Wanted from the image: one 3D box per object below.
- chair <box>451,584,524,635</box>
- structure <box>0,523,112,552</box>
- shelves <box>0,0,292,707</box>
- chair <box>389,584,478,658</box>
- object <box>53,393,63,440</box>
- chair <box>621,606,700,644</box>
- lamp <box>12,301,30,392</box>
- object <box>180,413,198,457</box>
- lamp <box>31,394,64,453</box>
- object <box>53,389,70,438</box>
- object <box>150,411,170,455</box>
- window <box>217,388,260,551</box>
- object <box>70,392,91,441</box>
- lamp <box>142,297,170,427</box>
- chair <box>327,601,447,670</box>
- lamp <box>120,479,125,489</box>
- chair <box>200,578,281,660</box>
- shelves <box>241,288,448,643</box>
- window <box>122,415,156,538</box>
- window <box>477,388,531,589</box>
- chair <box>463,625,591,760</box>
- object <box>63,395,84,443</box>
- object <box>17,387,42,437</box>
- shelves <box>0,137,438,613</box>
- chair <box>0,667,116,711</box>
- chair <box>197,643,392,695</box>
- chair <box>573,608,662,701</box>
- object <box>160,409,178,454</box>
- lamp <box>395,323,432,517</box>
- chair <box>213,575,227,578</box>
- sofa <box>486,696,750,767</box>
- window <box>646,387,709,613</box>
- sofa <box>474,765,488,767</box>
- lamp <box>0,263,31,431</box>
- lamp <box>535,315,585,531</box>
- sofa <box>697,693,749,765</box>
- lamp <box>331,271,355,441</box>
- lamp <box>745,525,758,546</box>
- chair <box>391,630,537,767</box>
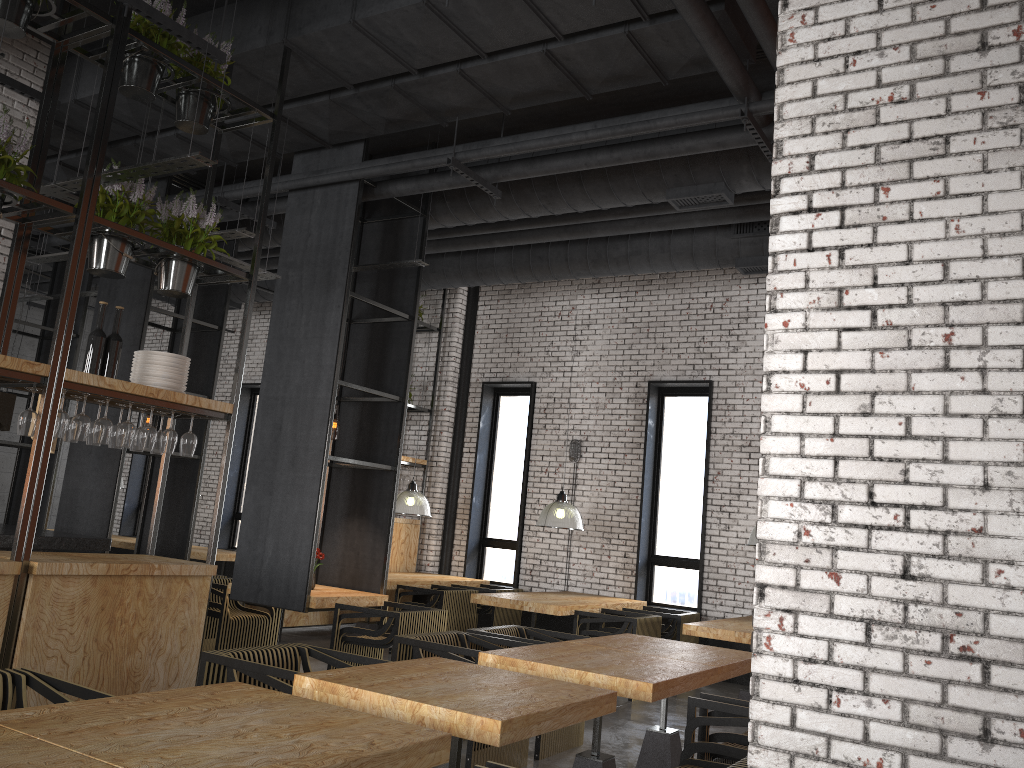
[{"bbox_3d":[-0.330,2.768,10.482,0.638,0.733,0.655,0,-11,30],"label":"chair"},{"bbox_3d":[-6.528,1.091,6.137,5.875,1.539,4.296,0,-11,31],"label":"structure"},{"bbox_3d":[-2.862,-0.664,4.331,0.690,5.037,3.647,-1,-12,31],"label":"shelves"},{"bbox_3d":[-0.844,2.576,9.601,0.638,0.733,0.655,-1,-12,32],"label":"chair"},{"bbox_3d":[-2.608,0.179,5.023,0.101,0.268,0.100,9,-11,-21],"label":"object"},{"bbox_3d":[1.551,2.758,9.331,0.638,0.733,0.654,0,-11,29],"label":"chair"},{"bbox_3d":[-5.939,-0.273,10.657,0.108,1.605,0.108,10,-11,-26],"label":"lamp"},{"bbox_3d":[-1.992,0.312,5.484,0.101,0.268,0.100,6,-10,-5],"label":"object"},{"bbox_3d":[-3.446,-0.250,6.767,0.127,1.552,0.127,-1,-12,31],"label":"lamp"},{"bbox_3d":[-2.429,0.154,4.768,0.101,0.268,0.100,9,-11,-21],"label":"object"},{"bbox_3d":[-2.237,0.313,5.632,0.101,0.268,0.100,6,-10,-5],"label":"object"},{"bbox_3d":[-4.162,1.379,14.294,0.748,2.708,0.363,-1,-12,31],"label":"window"},{"bbox_3d":[-2.363,0.177,4.875,0.101,0.268,0.100,9,-11,-21],"label":"object"},{"bbox_3d":[-3.703,-0.283,9.302,0.108,1.605,0.108,7,-11,-11],"label":"lamp"},{"bbox_3d":[-0.995,2.146,7.053,0.638,0.733,0.655,0,-11,30],"label":"chair"},{"bbox_3d":[-6.037,0.378,13.633,0.536,2.414,0.535,8,-11,-16],"label":"lamp"},{"bbox_3d":[-2.557,2.147,7.964,0.638,0.733,0.655,-1,-12,34],"label":"chair"},{"bbox_3d":[-1.968,0.522,11.083,0.690,5.037,2.325,-1,-12,31],"label":"shelves"},{"bbox_3d":[-6.228,1.389,15.546,0.748,2.708,0.363,-1,-12,31],"label":"window"},{"bbox_3d":[-0.073,1.360,11.817,0.748,2.708,0.363,-1,-12,31],"label":"window"},{"bbox_3d":[0.092,2.096,6.120,0.638,0.733,0.655,0,-11,30],"label":"chair"},{"bbox_3d":[-2.537,0.204,5.139,0.101,0.268,0.100,6,-10,-5],"label":"object"},{"bbox_3d":[-2.673,0.155,4.916,0.101,0.268,0.100,9,-11,-21],"label":"object"},{"bbox_3d":[-3.740,-0.254,9.292,6.146,4.382,0.999,0,-12,31],"label":"shelves"},{"bbox_3d":[-1.837,1.395,2.939,0.638,0.733,0.655,-1,-12,34],"label":"chair"},{"bbox_3d":[-1.060,1.679,4.231,0.638,0.733,0.655,0,-11,30],"label":"chair"},{"bbox_3d":[0.994,2.566,8.476,0.638,0.733,0.655,0,-11,30],"label":"chair"},{"bbox_3d":[-2.067,0.285,5.361,0.101,0.268,0.100,6,-10,-5],"label":"object"},{"bbox_3d":[-1.112,0.376,10.776,0.536,2.414,0.535,10,-11,-22],"label":"lamp"},{"bbox_3d":[-3.218,2.151,8.365,0.638,0.733,0.655,-1,-12,33],"label":"chair"},{"bbox_3d":[0.619,1.674,3.225,0.640,0.733,1.799,-1,-11,31],"label":"sofa"},{"bbox_3d":[1.997,1.351,10.563,0.748,2.708,0.363,-1,-12,31],"label":"window"},{"bbox_3d":[-0.328,1.331,1.673,0.640,0.733,1.799,-1,-11,31],"label":"sofa"},{"bbox_3d":[-3.996,-0.322,7.117,0.127,1.400,0.127,-1,-12,31],"label":"lamp"},{"bbox_3d":[0.621,0.368,9.726,0.536,2.414,0.535,10,-11,-22],"label":"lamp"},{"bbox_3d":[1.620,2.036,4.866,0.640,0.733,1.799,-1,-11,31],"label":"sofa"},{"bbox_3d":[-1.508,-0.293,7.972,0.108,1.605,0.108,5,-10,4],"label":"lamp"},{"bbox_3d":[2.580,0.359,8.539,0.536,2.414,0.535,10,-11,-22],"label":"lamp"},{"bbox_3d":[-0.311,1.946,5.432,0.638,0.733,0.655,-1,-12,31],"label":"chair"}]
